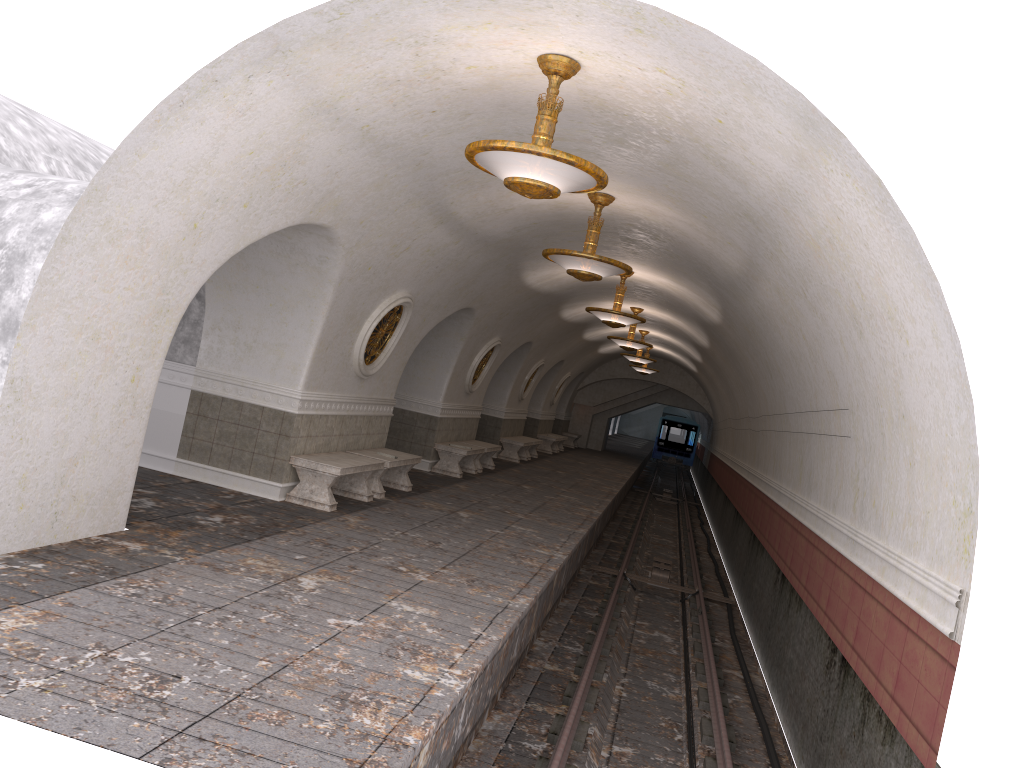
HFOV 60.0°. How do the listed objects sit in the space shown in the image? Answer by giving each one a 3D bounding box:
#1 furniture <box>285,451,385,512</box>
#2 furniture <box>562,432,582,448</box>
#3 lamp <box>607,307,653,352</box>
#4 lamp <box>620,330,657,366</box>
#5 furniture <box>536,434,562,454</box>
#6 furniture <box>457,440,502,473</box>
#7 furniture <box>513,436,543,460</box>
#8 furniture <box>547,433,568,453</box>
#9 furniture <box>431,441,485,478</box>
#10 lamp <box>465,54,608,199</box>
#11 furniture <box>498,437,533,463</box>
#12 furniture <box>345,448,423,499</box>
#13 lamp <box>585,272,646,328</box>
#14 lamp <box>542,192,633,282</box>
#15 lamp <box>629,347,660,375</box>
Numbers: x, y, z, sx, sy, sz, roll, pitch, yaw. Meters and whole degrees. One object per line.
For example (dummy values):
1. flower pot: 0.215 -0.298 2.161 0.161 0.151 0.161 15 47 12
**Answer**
1. furniture: -2.070 1.130 10.445 0.613 0.508 1.509 12 0 11
2. furniture: 2.275 2.172 34.325 0.613 0.508 1.509 12 0 11
3. lamp: 2.609 -1.170 19.228 1.008 0.955 1.008 12 0 27
4. lamp: 3.473 -0.964 23.974 1.008 0.955 1.008 12 0 27
5. furniture: 1.148 1.902 28.130 0.613 0.508 1.509 12 0 11
6. furniture: -0.695 1.460 18.004 0.613 0.508 1.509 12 0 11
7. furniture: 0.382 1.718 23.923 0.613 0.508 1.509 12 0 11
8. furniture: 1.448 1.974 29.783 0.613 0.508 1.509 12 0 11
9. furniture: -0.995 1.388 16.351 0.613 0.508 1.509 12 0 11
10. lamp: 0.223 -1.743 6.109 1.008 0.955 1.008 12 0 -33
11. furniture: 0.081 1.646 22.270 0.613 0.508 1.509 12 0 11
12. furniture: -1.769 1.203 12.098 0.613 0.508 1.509 12 0 11
13. lamp: 1.746 -1.377 14.481 1.008 0.955 1.008 12 0 -5
14. lamp: 0.876 -1.586 9.701 1.008 0.955 1.008 12 0 -5
15. lamp: 4.337 -0.757 28.722 1.008 0.955 1.008 12 0 -33
